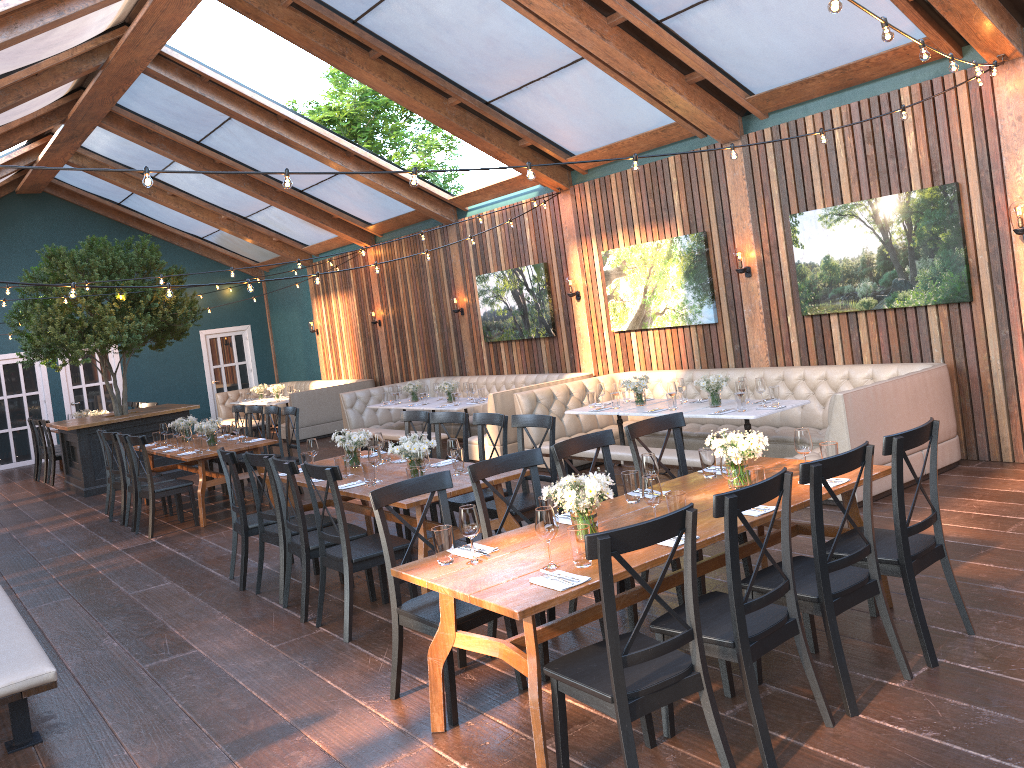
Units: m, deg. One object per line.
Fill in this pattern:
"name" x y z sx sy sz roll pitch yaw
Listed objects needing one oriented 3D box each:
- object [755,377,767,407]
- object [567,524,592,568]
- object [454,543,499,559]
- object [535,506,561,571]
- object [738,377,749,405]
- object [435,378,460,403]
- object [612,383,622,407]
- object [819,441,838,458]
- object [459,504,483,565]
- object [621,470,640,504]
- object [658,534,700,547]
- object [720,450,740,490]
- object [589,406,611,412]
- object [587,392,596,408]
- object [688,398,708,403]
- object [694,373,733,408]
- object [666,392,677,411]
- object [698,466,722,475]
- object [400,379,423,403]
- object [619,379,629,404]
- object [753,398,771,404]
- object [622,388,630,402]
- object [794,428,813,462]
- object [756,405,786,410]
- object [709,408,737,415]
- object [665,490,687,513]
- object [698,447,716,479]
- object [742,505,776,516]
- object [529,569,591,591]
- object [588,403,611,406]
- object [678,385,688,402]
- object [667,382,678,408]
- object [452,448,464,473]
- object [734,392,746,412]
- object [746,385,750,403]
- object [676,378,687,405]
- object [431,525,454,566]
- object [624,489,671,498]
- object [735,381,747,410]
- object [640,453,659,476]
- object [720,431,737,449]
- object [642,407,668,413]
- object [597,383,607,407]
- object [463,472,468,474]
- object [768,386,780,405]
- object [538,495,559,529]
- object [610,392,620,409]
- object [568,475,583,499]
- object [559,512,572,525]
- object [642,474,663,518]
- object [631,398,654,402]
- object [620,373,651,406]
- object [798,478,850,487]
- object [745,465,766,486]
"object" 2.153 0.068 7.646 0.092 0.244 0.092 -7 1 7
"object" 0.276 0.651 3.552 0.092 0.158 0.092 -8 2 -9
"object" -0.164 0.745 3.968 0.158 0.019 0.254 -11 6 -35
"object" 0.144 0.623 3.580 0.092 0.244 0.092 -7 1 7
"object" 2.059 0.063 7.862 0.092 0.244 0.092 -7 1 7
"object" -0.828 0.090 11.652 0.337 0.309 0.329 -9 3 -19
"object" 1.051 0.111 8.860 0.092 0.244 0.092 -7 2 12
"object" 1.643 0.384 4.566 0.092 0.158 0.092 -8 2 -9
"object" -0.177 0.647 3.801 0.092 0.244 0.092 -7 1 7
"object" 0.609 0.526 4.504 0.092 0.158 0.092 -8 2 -9
"object" 0.658 0.652 3.775 0.158 0.019 0.254 -11 6 -35
"object" 1.050 0.446 4.242 0.092 0.244 0.092 -7 1 7
"object" 0.901 0.245 8.858 0.256 0.019 0.157 -11 6 -35
"object" 0.822 0.165 9.097 0.091 0.158 0.092 -6 3 41
"object" 1.800 0.158 8.475 0.256 0.019 0.157 -11 6 -35
"object" 1.820 0.050 7.999 0.335 0.309 0.331 -6 3 29
"object" 1.469 0.162 8.126 0.091 0.158 0.092 -6 3 41
"object" 1.183 0.481 4.965 0.158 0.019 0.254 -11 6 -35
"object" -1.389 0.099 12.428 0.337 0.309 0.328 -9 3 -24
"object" 1.153 0.076 9.117 0.092 0.244 0.092 -7 2 12
"object" 2.238 0.152 7.868 0.256 0.019 0.157 -11 6 -35
"object" 1.191 0.105 9.222 0.091 0.158 0.092 -6 3 41
"object" 1.517 0.355 4.592 0.092 0.244 0.092 -7 1 7
"object" 2.172 0.193 7.482 0.158 0.019 0.254 -11 6 -35
"object" 1.814 0.232 7.584 0.256 0.019 0.157 -11 6 -35
"object" 0.733 0.560 3.913 0.092 0.158 0.092 -8 2 -9
"object" 1.077 0.434 4.853 0.092 0.158 0.092 -8 2 -9
"object" 1.081 0.570 4.078 0.158 0.019 0.254 -11 6 -35
"object" 0.171 0.747 3.415 0.158 0.019 0.254 -11 6 -35
"object" 0.930 0.209 9.231 0.158 0.019 0.254 -11 6 -35
"object" 1.658 0.098 8.574 0.091 0.158 0.092 -6 3 41
"object" 1.496 0.106 8.229 0.092 0.244 0.092 -7 1 7
"object" -0.371 0.524 6.059 0.092 0.158 0.092 -8 2 -9
"object" 1.937 0.154 7.483 0.091 0.158 0.092 -6 3 41
"object" 2.097 0.092 7.967 0.091 0.158 0.092 -6 3 41
"object" 1.621 0.069 8.469 0.092 0.244 0.092 -7 1 7
"object" -0.296 0.702 3.843 0.092 0.158 0.092 -8 2 -9
"object" 0.725 0.570 4.628 0.158 0.019 0.254 -11 6 -35
"object" 1.964 0.099 7.587 0.092 0.244 0.092 -7 1 7
"object" 0.699 0.474 4.459 0.092 0.244 0.092 -7 1 7
"object" 1.178 0.382 4.799 0.092 0.244 0.092 -7 1 7
"object" 1.346 0.240 8.227 0.256 0.019 0.157 -11 6 -35
"object" 0.920 0.111 9.063 0.092 0.244 0.092 -7 2 12
"object" -0.207 0.580 5.961 0.256 0.019 0.157 -11 6 -35
"object" 2.262 0.100 7.614 0.091 0.158 0.092 -6 3 41
"object" 0.178 0.611 4.180 0.092 0.158 0.092 -8 2 -9
"object" 1.024 0.167 8.756 0.091 0.158 0.092 -6 3 41
"object" 0.296 0.555 4.145 0.092 0.244 0.092 -7 1 7
"object" 0.303 0.653 4.316 0.158 0.019 0.254 -11 6 -35
"object" 0.628 0.529 3.932 0.092 0.244 0.092 -7 1 7
"object" 1.332 0.165 9.124 0.256 0.019 0.157 -11 6 -35
"object" 1.247 0.061 8.758 0.329 0.309 0.336 -8 3 -13
"object" 1.538 0.480 4.419 0.158 0.019 0.254 -11 6 -35
"object" 1.168 0.476 4.219 0.092 0.158 0.092 -8 2 -9
